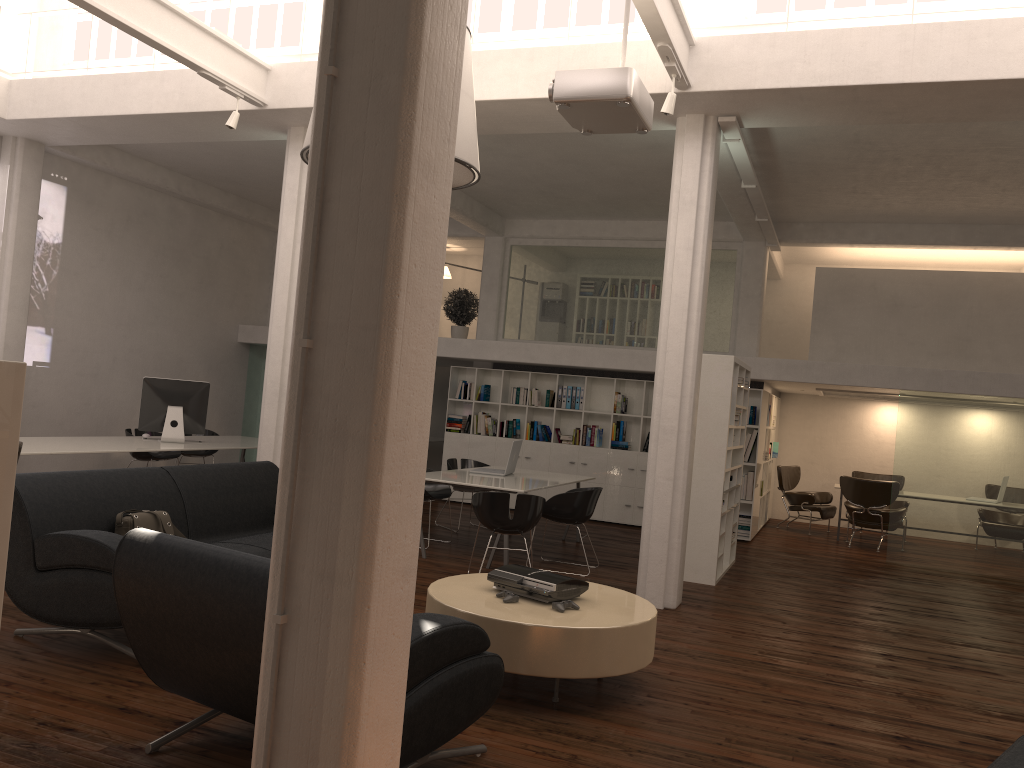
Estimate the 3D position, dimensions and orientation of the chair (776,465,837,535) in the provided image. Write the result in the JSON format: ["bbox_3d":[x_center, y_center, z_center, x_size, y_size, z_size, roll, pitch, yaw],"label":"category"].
[{"bbox_3d":[5.519,2.169,16.731,0.991,1.183,0.994,4,-2,41],"label":"chair"}]

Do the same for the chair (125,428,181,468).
[{"bbox_3d":[-5.554,1.214,13.555,0.757,1.004,0.795,5,-1,21],"label":"chair"}]

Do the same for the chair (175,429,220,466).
[{"bbox_3d":[-5.335,1.261,14.857,0.795,1.004,0.757,6,-1,-24],"label":"chair"}]

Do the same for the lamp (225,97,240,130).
[{"bbox_3d":[-3.030,-2.943,9.622,0.136,0.357,0.117,5,-1,14],"label":"lamp"}]

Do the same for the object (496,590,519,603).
[{"bbox_3d":[-0.028,1.449,6.078,0.119,0.062,0.193,5,-1,-18],"label":"object"}]

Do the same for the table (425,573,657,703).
[{"bbox_3d":[0.188,1.792,6.282,1.616,0.570,1.616,5,-1,14],"label":"table"}]

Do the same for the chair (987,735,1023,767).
[{"bbox_3d":[2.512,1.655,3.291,1.481,1.130,1.454,4,-2,42],"label":"chair"}]

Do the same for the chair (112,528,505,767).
[{"bbox_3d":[-1.011,1.368,4.587,1.454,1.130,1.481,4,-1,32],"label":"chair"}]

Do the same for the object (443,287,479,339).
[{"bbox_3d":[-1.004,-1.352,17.653,0.793,1.127,0.770,5,-1,19],"label":"object"}]

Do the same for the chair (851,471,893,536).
[{"bbox_3d":[6.947,2.297,16.811,0.994,1.183,0.991,5,-1,16],"label":"chair"}]

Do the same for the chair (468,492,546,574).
[{"bbox_3d":[-0.055,1.617,9.401,0.795,1.004,0.757,5,-1,-4],"label":"chair"}]

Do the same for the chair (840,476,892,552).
[{"bbox_3d":[6.125,2.188,15.076,0.994,1.183,0.991,4,-1,36],"label":"chair"}]

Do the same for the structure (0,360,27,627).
[{"bbox_3d":[-3.831,0.649,0.975,3.131,1.914,4.752,5,-1,21],"label":"structure"}]

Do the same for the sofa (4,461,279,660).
[{"bbox_3d":[-2.464,1.300,7.286,1.467,1.119,3.087,5,-1,21],"label":"sofa"}]

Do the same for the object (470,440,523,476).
[{"bbox_3d":[-0.205,0.975,12.016,0.557,0.470,0.702,5,-1,11],"label":"object"}]

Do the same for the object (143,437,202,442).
[{"bbox_3d":[-4.908,0.799,12.840,0.804,0.032,0.217,6,-1,-24],"label":"object"}]

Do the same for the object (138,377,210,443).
[{"bbox_3d":[-4.745,0.377,12.458,0.886,0.888,0.347,6,-1,-24],"label":"object"}]

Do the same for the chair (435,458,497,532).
[{"bbox_3d":[-0.645,1.643,13.171,0.795,1.004,0.757,6,-1,-34],"label":"chair"}]

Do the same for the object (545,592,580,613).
[{"bbox_3d":[0.318,1.460,5.983,0.231,0.099,0.193,4,-2,44],"label":"object"}]

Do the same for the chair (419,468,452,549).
[{"bbox_3d":[-1.224,1.557,11.516,0.757,1.004,0.795,5,-1,21],"label":"chair"}]

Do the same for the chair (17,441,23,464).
[{"bbox_3d":[-4.807,1.056,7.481,0.991,1.183,0.994,5,-1,-4],"label":"chair"}]

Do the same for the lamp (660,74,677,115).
[{"bbox_3d":[1.411,-2.583,7.945,0.136,0.357,0.117,4,-1,27],"label":"lamp"}]

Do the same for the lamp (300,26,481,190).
[{"bbox_3d":[-0.742,-3.796,6.912,1.386,4.284,1.386,4,-1,35],"label":"lamp"}]

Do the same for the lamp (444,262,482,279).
[{"bbox_3d":[-0.643,-2.502,19.761,2.635,0.513,0.447,4,-1,30],"label":"lamp"}]

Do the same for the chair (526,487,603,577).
[{"bbox_3d":[0.661,1.706,10.617,0.757,1.004,0.795,5,-1,16],"label":"chair"}]

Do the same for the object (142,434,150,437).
[{"bbox_3d":[-5.332,0.751,12.928,0.108,0.052,0.194,6,-1,-23],"label":"object"}]

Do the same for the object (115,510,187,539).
[{"bbox_3d":[-2.770,1.137,6.795,0.331,0.352,0.586,4,-1,36],"label":"object"}]

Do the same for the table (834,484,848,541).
[{"bbox_3d":[7.636,2.456,15.404,3.900,0.947,1.040,5,-1,21],"label":"table"}]

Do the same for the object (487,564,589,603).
[{"bbox_3d":[0.185,1.422,6.337,0.558,0.163,0.471,4,-2,41],"label":"object"}]
